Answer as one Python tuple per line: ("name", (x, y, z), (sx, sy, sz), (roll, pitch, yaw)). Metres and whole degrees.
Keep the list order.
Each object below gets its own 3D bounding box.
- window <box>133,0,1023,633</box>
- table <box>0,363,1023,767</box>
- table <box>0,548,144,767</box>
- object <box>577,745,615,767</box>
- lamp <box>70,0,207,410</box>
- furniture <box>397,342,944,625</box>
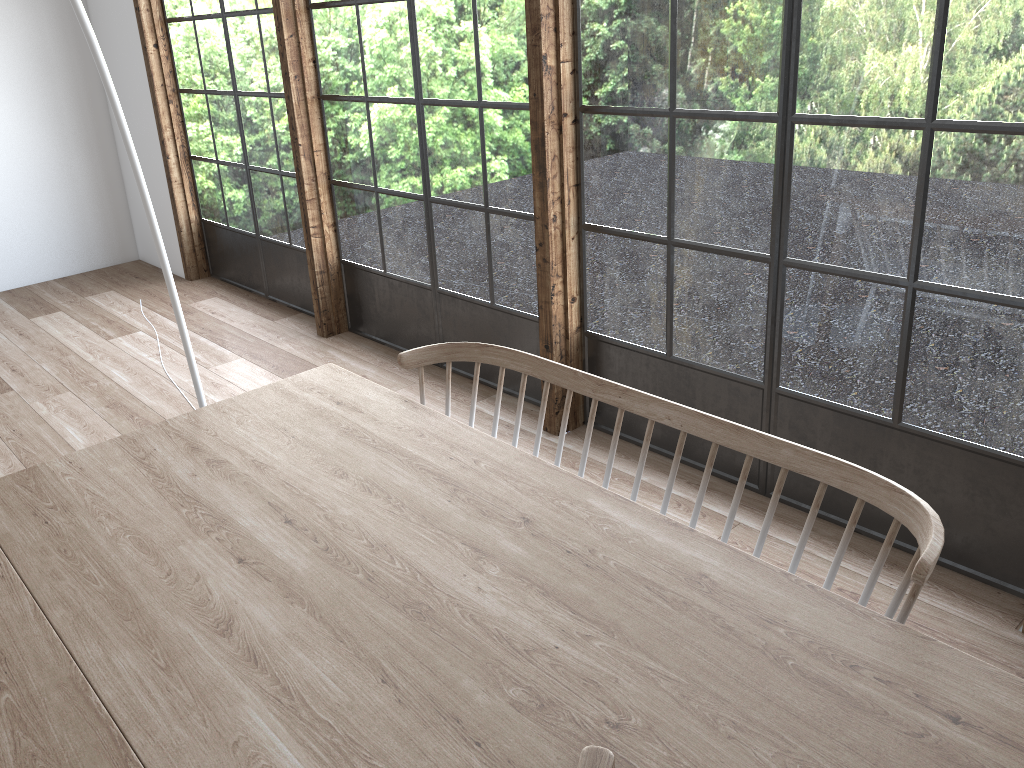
("window", (-0.452, -1.085, 3.899), (0.158, 2.215, 5.604), (-20, 27, -37))
("table", (-0.127, 0.695, 1.566), (0.919, 0.736, 2.118), (-22, 28, -36))
("table", (-0.810, 0.985, 1.019), (0.919, 0.736, 2.118), (-22, 28, -36))
("object", (-0.040, 0.635, 0.735), (0.589, 0.023, 0.699), (-12, 24, -16))
("lamp", (-1.292, -0.588, 3.179), (0.862, 1.986, 5.379), (-9, 23, -15))
("furniture", (0.150, 0.479, 1.942), (0.534, 0.795, 1.411), (-21, 28, -37))
